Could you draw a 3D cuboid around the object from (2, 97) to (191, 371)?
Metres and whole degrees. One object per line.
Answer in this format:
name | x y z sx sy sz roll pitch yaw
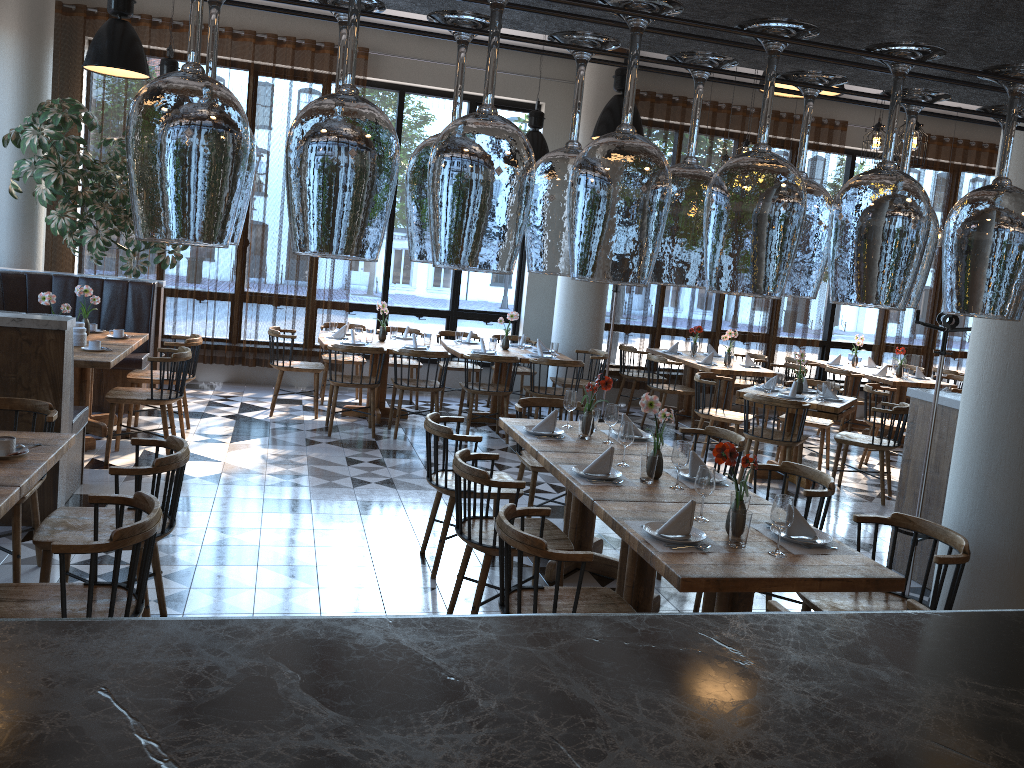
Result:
object | -3.776 -1.267 8.492 1.485 2.769 1.756 10 8 33

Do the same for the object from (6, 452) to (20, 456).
object | -1.945 0.274 3.453 0.050 0.023 0.052 3 8 -19

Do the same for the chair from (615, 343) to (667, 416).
chair | 1.486 -0.033 10.351 0.549 0.813 0.522 4 7 -15

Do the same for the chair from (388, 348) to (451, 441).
chair | -0.866 0.068 8.104 0.519 0.813 0.553 4 7 -15

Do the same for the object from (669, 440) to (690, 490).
object | 0.757 0.366 3.999 0.081 0.214 0.082 3 7 -23

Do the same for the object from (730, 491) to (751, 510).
object | 0.893 0.497 3.490 0.080 0.131 0.080 7 7 15

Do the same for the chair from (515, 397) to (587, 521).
chair | 0.259 0.539 5.667 0.519 0.813 0.553 4 7 -15

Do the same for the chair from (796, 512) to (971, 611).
chair | 1.465 0.969 3.554 0.549 0.813 0.522 4 7 -15

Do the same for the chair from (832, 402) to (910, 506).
chair | 3.010 0.543 7.465 0.551 0.813 0.520 10 8 30

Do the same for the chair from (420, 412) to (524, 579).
chair | -0.241 0.605 4.886 0.549 0.813 0.522 4 7 -15

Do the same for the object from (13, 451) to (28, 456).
object | -1.934 0.273 3.485 0.050 0.023 0.052 3 8 -19

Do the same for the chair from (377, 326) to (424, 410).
chair | -1.222 -0.182 9.561 0.519 0.813 0.553 4 7 -15

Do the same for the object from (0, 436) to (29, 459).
object | -2.000 0.246 3.488 0.175 0.066 0.176 6 8 0

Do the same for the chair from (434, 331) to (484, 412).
chair | -0.594 -0.144 9.726 0.519 0.813 0.553 4 7 -15

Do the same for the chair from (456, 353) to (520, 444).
chair | -0.238 0.106 8.269 0.519 0.813 0.553 4 7 -15

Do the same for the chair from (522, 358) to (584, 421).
chair | 0.370 0.142 8.429 0.519 0.813 0.553 4 7 -15

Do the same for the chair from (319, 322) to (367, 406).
chair | -1.796 -0.216 9.410 0.519 0.813 0.553 4 7 -15

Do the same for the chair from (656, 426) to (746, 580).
chair | 1.042 0.681 5.223 0.549 0.813 0.522 4 7 -15

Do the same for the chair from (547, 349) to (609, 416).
chair | 0.690 0.048 9.278 0.549 0.813 0.522 4 7 -15

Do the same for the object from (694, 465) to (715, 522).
object | 0.763 0.436 3.527 0.081 0.214 0.082 3 7 -23

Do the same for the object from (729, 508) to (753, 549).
object | 0.829 0.528 3.232 0.080 0.131 0.080 6 7 0

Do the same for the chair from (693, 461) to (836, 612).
chair | 1.253 0.825 4.389 0.549 0.813 0.522 4 7 -15

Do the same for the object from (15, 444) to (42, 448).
object | -1.976 0.250 3.620 0.034 0.023 0.156 7 8 10

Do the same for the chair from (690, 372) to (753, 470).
chair | 1.908 0.339 8.111 0.551 0.813 0.520 10 8 30

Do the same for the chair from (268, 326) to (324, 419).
chair | -2.097 -0.118 8.547 0.549 0.813 0.522 4 7 -15

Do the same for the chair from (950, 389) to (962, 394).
chair | 4.524 0.495 8.798 0.521 0.813 0.551 9 8 30

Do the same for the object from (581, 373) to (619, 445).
object | 0.489 0.129 4.945 0.166 0.353 0.297 5 7 -9

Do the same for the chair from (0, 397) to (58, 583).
chair | -2.415 0.511 4.076 0.519 0.813 0.553 4 7 -15

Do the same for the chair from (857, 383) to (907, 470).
chair | 3.645 0.442 8.567 0.551 0.813 0.520 10 8 30

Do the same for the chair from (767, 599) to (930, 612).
chair | 0.978 1.036 2.779 0.519 0.813 0.553 4 7 -15

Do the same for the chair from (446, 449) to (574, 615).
chair | -0.029 0.749 4.052 0.549 0.813 0.522 4 7 -15

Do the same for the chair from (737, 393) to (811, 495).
chair | 2.130 0.491 7.234 0.521 0.813 0.551 9 8 30

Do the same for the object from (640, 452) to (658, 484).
object | 0.621 0.387 4.052 0.080 0.131 0.080 6 7 0

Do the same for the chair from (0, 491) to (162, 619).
chair | -1.435 0.791 2.832 0.549 0.813 0.522 4 7 -15

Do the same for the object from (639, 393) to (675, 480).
object | 0.664 0.241 4.153 0.147 0.398 0.207 10 8 34

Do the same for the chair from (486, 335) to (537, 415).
chair | -0.004 -0.109 9.881 0.519 0.813 0.553 4 7 -15

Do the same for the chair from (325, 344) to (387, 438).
chair | -1.422 0.035 7.958 0.519 0.813 0.553 4 7 -15

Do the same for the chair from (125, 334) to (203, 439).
chair | -2.845 0.001 7.248 0.549 0.813 0.522 4 7 -15

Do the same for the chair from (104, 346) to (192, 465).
chair | -2.635 0.143 6.422 0.549 0.813 0.522 4 7 -15

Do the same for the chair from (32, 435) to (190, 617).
chair | -1.645 0.648 3.659 0.549 0.813 0.522 4 7 -15

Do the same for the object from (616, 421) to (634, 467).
object | 0.555 0.295 4.347 0.081 0.214 0.081 11 8 38

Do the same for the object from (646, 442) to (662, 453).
object | 0.686 0.355 4.310 0.080 0.131 0.080 7 7 15

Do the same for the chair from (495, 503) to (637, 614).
chair | 0.182 0.893 3.218 0.549 0.813 0.522 4 7 -15

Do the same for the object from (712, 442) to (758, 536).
object | 0.832 0.396 3.368 0.171 0.353 0.156 8 7 23

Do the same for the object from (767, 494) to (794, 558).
object | 0.964 0.508 3.178 0.081 0.214 0.082 3 7 -23

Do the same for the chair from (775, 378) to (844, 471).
chair | 2.788 0.392 8.342 0.521 0.813 0.551 9 8 30
